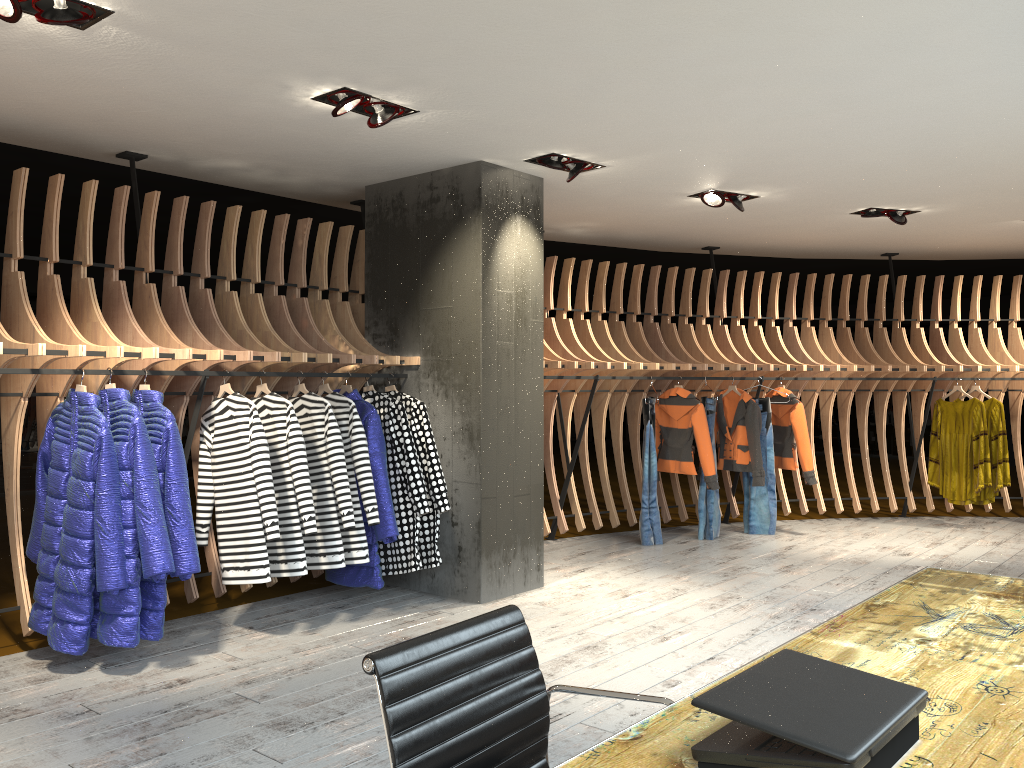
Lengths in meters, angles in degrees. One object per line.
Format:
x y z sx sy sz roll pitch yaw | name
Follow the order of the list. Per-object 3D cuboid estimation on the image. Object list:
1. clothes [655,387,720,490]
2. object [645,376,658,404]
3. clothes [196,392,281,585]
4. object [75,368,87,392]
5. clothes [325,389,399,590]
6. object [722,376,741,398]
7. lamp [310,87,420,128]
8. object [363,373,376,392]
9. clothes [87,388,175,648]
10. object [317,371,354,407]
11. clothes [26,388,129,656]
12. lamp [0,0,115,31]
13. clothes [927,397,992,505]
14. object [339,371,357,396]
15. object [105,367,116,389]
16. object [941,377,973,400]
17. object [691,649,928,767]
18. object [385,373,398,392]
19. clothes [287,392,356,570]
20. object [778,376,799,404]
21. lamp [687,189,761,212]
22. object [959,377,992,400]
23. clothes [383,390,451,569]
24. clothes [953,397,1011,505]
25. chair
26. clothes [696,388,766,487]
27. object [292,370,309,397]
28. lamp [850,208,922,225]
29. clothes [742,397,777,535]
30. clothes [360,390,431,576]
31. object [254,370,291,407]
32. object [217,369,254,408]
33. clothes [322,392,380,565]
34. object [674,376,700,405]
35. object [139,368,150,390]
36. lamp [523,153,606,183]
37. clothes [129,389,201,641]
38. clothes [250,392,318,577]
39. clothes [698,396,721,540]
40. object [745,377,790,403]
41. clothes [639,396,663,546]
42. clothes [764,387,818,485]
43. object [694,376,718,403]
1.477 0.468 7.868 0.201 0.881 0.839 1 -1 -35 | clothes
1.212 0.051 7.685 0.023 0.243 0.549 0 0 22 | object
-1.479 0.576 4.824 0.752 1.062 0.128 -1 -1 39 | clothes
-2.105 0.067 4.317 0.523 0.292 0.012 0 -1 40 | object
-1.007 0.647 5.579 0.885 1.239 0.245 -1 -1 37 | clothes
2.013 0.065 8.096 0.012 0.270 0.525 1 -1 -30 | object
-0.735 -1.446 4.477 0.269 0.292 0.492 -1 -1 40 | lamp
-0.899 0.086 5.679 0.516 0.316 0.012 0 -1 40 | object
-1.977 0.643 4.355 0.883 1.246 0.249 -1 -1 37 | clothes
-1.128 0.075 5.403 0.518 0.313 0.012 0 -1 40 | object
-2.189 0.651 4.349 0.880 1.261 0.242 -1 -1 37 | clothes
-1.765 -1.452 3.260 0.269 0.286 0.492 -1 -1 40 | lamp
4.331 0.648 8.593 0.168 1.045 0.664 0 -1 -19 | clothes
-1.044 0.056 5.594 0.525 0.270 0.012 0 -1 40 | object
-1.988 0.062 4.403 0.523 0.291 0.012 0 -1 40 | object
4.334 0.068 8.621 0.012 0.270 0.525 0 0 -20 | object
0.499 0.557 1.467 0.261 0.111 0.373 0 0 40 | object
-0.780 0.085 5.824 0.518 0.313 0.012 0 -1 40 | object
-1.157 0.577 5.204 0.752 1.062 0.128 -1 -1 39 | clothes
2.518 0.063 8.293 0.012 0.270 0.525 0 0 -20 | object
1.586 -1.439 6.633 0.492 0.296 0.269 0 -1 -30 | lamp
4.516 0.068 8.633 0.012 0.270 0.525 0 0 -20 | object
-0.680 0.634 5.756 0.799 1.186 0.191 -1 -1 41 | clothes
4.513 0.648 8.605 0.168 1.045 0.664 0 -1 -19 | clothes
0.093 0.932 1.672 0.667 0.860 0.693 0 -1 26 | chair
2.008 0.471 8.062 0.201 0.881 0.839 1 -1 -30 | clothes
-1.243 0.075 5.267 0.518 0.313 0.012 0 -1 40 | object
3.048 -1.439 7.247 0.492 0.293 0.269 0 -1 -17 | lamp
2.282 0.821 8.199 0.309 1.422 0.200 0 -1 12 | clothes
-0.794 0.633 5.607 0.807 1.187 0.191 -1 -1 41 | clothes
-1.413 0.074 5.067 0.518 0.313 0.012 0 -1 40 | object
-1.565 0.074 4.887 0.518 0.313 0.012 0 -1 40 | object
-1.042 0.577 5.340 0.752 1.062 0.128 -1 -1 39 | clothes
1.474 0.062 7.850 0.012 0.270 0.525 1 -1 -35 | object
-1.885 0.054 4.551 0.525 0.270 0.012 0 -1 40 | object
0.339 -1.444 5.654 0.492 0.292 0.269 0 -1 -43 | lamp
-1.922 0.645 4.542 0.885 1.239 0.245 -1 -1 37 | clothes
-1.327 0.577 5.004 0.752 1.062 0.128 -1 -1 39 | clothes
1.740 0.820 7.953 0.200 1.422 0.309 -1 -1 32 | clothes
2.289 0.052 8.211 0.549 0.243 0.023 0 -1 17 | object
1.214 0.820 7.677 0.200 1.422 0.309 0 -1 17 | clothes
2.528 0.469 8.310 0.201 0.881 0.839 0 -1 -20 | clothes
1.745 0.051 7.973 0.023 0.243 0.549 -1 -1 37 | object
